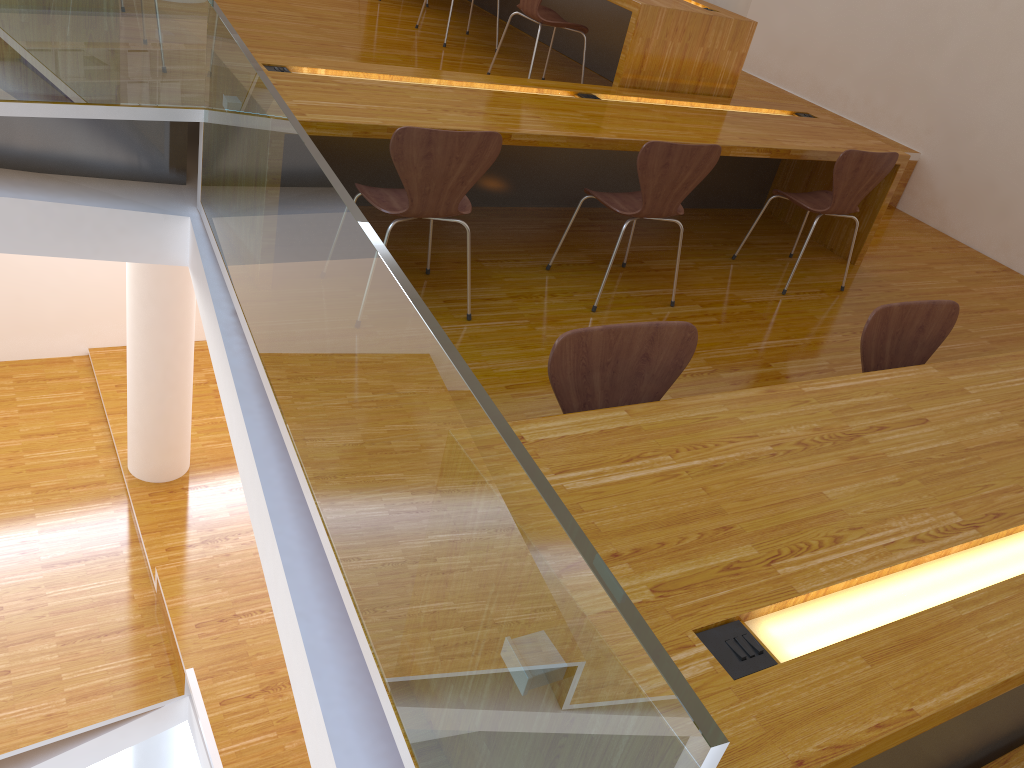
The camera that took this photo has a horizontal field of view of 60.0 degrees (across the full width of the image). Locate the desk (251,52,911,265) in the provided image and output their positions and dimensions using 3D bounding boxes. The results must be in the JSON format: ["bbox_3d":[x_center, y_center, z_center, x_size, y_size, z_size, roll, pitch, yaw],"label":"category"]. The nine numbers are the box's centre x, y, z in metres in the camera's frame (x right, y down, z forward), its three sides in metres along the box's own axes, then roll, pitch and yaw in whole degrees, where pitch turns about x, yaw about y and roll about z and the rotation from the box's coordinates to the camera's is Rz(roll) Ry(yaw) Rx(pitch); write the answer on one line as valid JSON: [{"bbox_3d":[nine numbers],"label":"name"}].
[{"bbox_3d":[0.379,-0.937,4.000,3.185,0.606,0.760,-6,37,-31],"label":"desk"}]

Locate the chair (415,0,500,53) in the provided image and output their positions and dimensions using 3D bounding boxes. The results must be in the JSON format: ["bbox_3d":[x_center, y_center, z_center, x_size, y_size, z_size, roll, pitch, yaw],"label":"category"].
[{"bbox_3d":[-0.271,-2.413,5.308,0.381,0.693,0.428,-6,37,-31],"label":"chair"}]

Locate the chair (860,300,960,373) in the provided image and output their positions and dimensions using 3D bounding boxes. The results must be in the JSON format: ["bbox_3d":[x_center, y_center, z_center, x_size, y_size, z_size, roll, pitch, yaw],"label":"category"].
[{"bbox_3d":[1.084,0.169,2.407,0.428,0.693,0.381,-6,37,-31],"label":"chair"}]

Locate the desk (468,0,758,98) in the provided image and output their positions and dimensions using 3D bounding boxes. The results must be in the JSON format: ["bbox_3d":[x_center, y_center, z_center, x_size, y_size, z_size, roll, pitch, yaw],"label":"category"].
[{"bbox_3d":[0.095,-2.408,5.530,0.760,0.606,3.185,-6,37,-31],"label":"desk"}]

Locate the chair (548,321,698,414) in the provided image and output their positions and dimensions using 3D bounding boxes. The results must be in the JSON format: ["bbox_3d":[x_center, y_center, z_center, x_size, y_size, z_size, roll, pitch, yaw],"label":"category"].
[{"bbox_3d":[0.256,0.262,1.907,0.428,0.693,0.381,-6,37,-31],"label":"chair"}]

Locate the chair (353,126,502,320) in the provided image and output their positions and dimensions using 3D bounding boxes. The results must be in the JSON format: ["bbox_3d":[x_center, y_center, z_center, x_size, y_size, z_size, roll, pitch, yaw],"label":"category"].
[{"bbox_3d":[-0.342,-0.601,3.057,0.428,0.693,0.381,-6,37,-31],"label":"chair"}]

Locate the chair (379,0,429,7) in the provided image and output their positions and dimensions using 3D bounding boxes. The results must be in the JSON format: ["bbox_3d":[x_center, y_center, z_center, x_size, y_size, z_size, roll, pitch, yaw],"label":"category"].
[{"bbox_3d":[-0.772,-3.028,6.097,0.381,0.693,0.428,-6,37,-31],"label":"chair"}]

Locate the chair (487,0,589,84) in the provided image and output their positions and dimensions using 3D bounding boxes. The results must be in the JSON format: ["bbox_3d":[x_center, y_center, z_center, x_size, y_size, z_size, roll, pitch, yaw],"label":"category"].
[{"bbox_3d":[0.192,-1.881,4.640,0.381,0.693,0.428,-6,37,-31],"label":"chair"}]

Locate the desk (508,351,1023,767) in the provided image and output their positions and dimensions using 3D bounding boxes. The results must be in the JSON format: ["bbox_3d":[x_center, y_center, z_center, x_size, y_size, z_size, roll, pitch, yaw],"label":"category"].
[{"bbox_3d":[1.447,0.660,2.160,3.236,0.918,1.285,-6,37,-31],"label":"desk"}]

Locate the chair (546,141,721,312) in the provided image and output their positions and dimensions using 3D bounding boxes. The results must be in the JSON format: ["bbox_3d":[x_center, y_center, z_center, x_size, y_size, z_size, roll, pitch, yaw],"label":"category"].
[{"bbox_3d":[0.486,-0.694,3.557,0.428,0.693,0.381,-6,37,-31],"label":"chair"}]

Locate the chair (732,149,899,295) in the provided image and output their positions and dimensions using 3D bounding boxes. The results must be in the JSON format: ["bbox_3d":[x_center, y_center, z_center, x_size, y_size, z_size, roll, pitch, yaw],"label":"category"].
[{"bbox_3d":[1.421,-0.823,4.159,0.428,0.693,0.381,-6,37,-31],"label":"chair"}]
